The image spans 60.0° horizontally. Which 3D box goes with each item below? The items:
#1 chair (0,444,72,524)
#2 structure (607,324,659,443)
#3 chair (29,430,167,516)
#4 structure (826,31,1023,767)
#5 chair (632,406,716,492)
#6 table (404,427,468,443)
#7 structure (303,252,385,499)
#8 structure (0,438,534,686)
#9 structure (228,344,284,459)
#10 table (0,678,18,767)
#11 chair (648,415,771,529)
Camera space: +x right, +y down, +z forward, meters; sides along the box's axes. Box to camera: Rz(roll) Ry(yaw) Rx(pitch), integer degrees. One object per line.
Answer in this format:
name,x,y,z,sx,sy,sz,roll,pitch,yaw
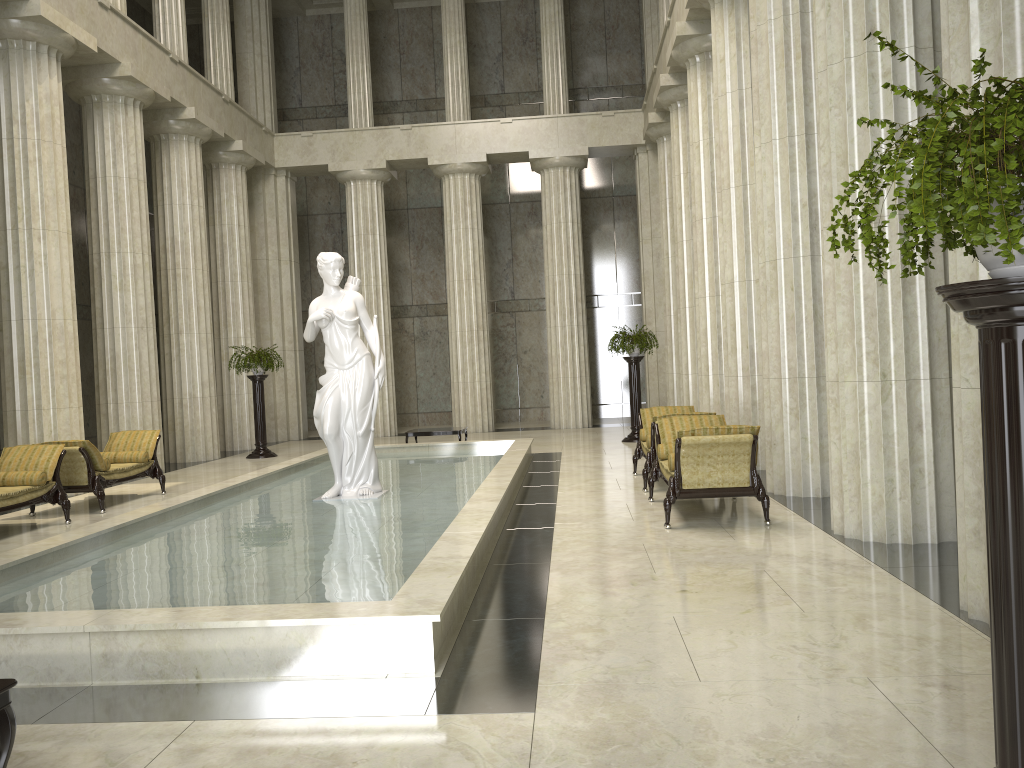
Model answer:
chair,-5.779,1.212,9.645,0.993,0.950,2.172,-3,1,4
structure,2.501,-0.026,18.084,1.053,2.386,1.159,-3,1,9
chair,-5.617,1.169,12.108,0.993,0.950,2.172,-3,1,4
structure,1.497,0.239,2.487,1.159,2.386,1.053,-2,1,34
chair,2.115,0.802,11.593,0.993,0.950,2.172,-3,1,4
table,-1.438,1.125,17.124,1.134,0.494,1.123,-3,1,2
structure,-1.943,-0.033,10.363,0.940,3.044,0.729,-3,1,-2
structure,-1.845,1.417,10.408,3.754,0.508,11.573,-3,1,4
structure,-5.308,0.345,18.610,1.159,2.386,1.053,-3,1,-1
table,-2.379,1.370,2.788,1.134,0.494,1.123,-3,1,2
chair,1.953,0.844,9.131,0.993,0.950,2.172,-3,1,4
